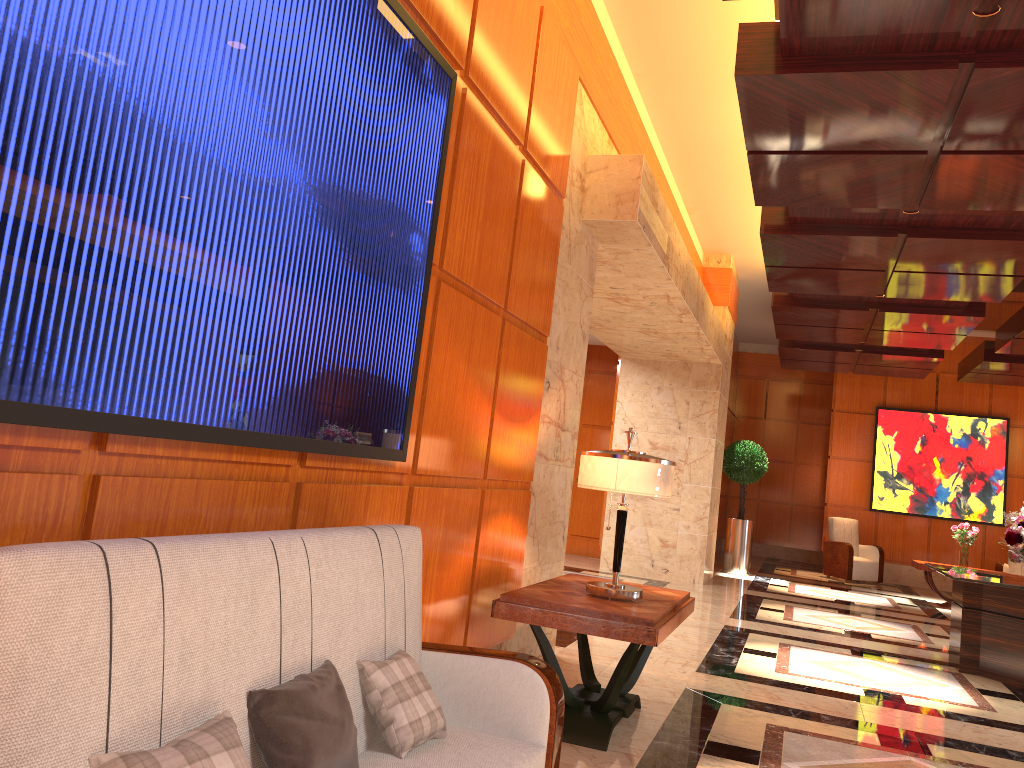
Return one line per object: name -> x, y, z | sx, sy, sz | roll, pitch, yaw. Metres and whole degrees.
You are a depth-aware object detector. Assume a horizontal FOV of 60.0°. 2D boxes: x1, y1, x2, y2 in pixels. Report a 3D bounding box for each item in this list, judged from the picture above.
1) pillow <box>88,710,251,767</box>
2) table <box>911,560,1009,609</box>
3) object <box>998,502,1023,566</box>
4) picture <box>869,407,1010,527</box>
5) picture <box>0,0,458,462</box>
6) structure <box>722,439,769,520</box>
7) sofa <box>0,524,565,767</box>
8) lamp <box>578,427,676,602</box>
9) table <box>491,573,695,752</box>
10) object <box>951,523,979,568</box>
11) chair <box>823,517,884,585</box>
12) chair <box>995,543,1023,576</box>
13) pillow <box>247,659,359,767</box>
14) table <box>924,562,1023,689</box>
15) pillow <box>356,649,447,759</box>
pillow -> -0.568, 0.744, 1.567 | 0.195, 0.228, 0.342 | 4, -7, 24
table -> 5.961, 2.709, 11.755 | 1.168, 0.537, 0.721 | 5, -6, 19
object -> 4.256, 1.243, 6.991 | 0.650, 0.662, 0.676 | 6, -6, 10
picture -> 6.976, 1.326, 14.490 | 1.998, 1.745, 0.056 | 5, -8, 19
picture -> -0.622, -0.568, 2.298 | 0.056, 1.459, 1.985 | 4, -7, 19
structure -> 3.410, 1.669, 13.151 | 0.721, 1.721, 0.718 | 7, -7, -3
sofa -> -0.393, 0.833, 1.976 | 0.613, 0.937, 1.789 | 4, -6, 19
lamp -> 0.528, 0.609, 4.232 | 0.459, 0.814, 0.456 | 3, -8, 28
table -> 0.421, 1.320, 4.289 | 0.726, 0.609, 1.263 | 5, -6, 19
object -> 6.051, 2.154, 11.852 | 0.350, 0.599, 0.325 | 1, -9, 38
chair -> 5.420, 2.638, 14.093 | 0.736, 0.966, 0.627 | 10, -7, -22
chair -> 7.720, 2.841, 13.313 | 0.738, 0.966, 0.625 | 2, -9, 37
pillow -> -0.460, 0.787, 1.985 | 0.160, 0.254, 0.356 | 5, -6, 15
table -> 4.178, 1.941, 6.917 | 1.602, 0.748, 1.591 | 5, -6, 19
pillow -> -0.292, 0.859, 2.391 | 0.202, 0.231, 0.272 | 4, -7, 21
